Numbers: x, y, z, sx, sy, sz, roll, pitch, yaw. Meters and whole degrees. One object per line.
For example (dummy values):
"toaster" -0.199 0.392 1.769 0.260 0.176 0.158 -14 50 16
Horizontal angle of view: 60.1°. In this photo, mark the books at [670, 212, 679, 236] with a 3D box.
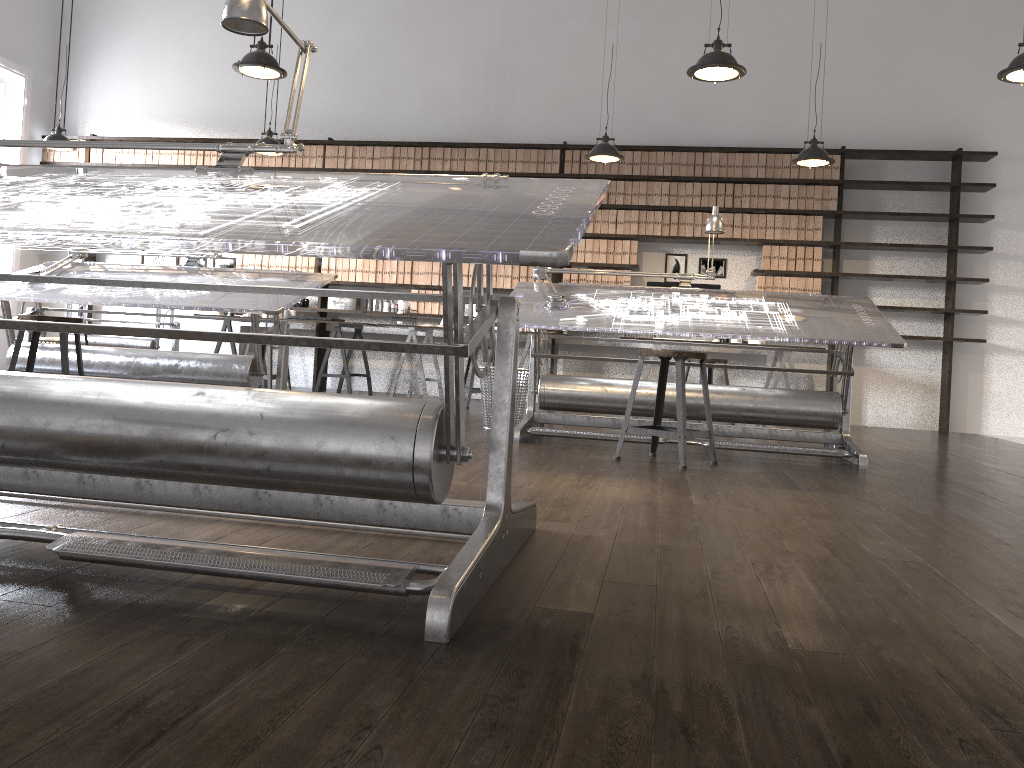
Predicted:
"books" 1.489 -1.457 8.133 0.067 0.226 0.174 3 0 10

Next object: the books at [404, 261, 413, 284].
"books" -0.978 -1.067 8.545 0.067 0.226 0.174 3 0 10

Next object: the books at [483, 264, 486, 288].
"books" -0.230 -1.018 8.414 0.067 0.226 0.174 3 0 10

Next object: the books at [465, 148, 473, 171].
"books" -0.392 -2.125 8.478 0.067 0.226 0.174 3 0 10

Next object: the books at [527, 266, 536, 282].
"books" 0.193 -0.992 8.348 0.067 0.226 0.174 3 0 10

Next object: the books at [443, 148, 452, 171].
"books" -0.603 -2.139 8.513 0.067 0.226 0.174 3 0 10

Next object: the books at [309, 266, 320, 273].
"books" -1.935 -1.128 8.710 0.067 0.226 0.174 3 0 10

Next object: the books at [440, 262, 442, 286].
"books" -0.635 -1.045 8.487 0.067 0.226 0.174 3 0 10

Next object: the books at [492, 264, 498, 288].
"books" -0.163 -1.014 8.409 0.067 0.226 0.174 3 0 10

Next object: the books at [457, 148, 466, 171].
"books" -0.466 -2.130 8.492 0.067 0.226 0.174 3 0 10

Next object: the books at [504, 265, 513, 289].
"books" -0.024 -1.005 8.380 0.067 0.226 0.174 3 0 10

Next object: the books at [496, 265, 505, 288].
"books" -0.093 -1.010 8.397 0.067 0.226 0.174 3 0 10

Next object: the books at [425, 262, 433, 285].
"books" -0.778 -1.054 8.509 0.067 0.226 0.174 3 0 10

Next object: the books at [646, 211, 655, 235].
"books" 1.277 -1.471 8.175 0.067 0.226 0.174 3 0 10

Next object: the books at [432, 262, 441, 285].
"books" -0.707 -1.049 8.496 0.067 0.226 0.174 3 0 10

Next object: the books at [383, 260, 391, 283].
"books" -1.190 -1.080 8.586 0.067 0.226 0.174 3 0 10

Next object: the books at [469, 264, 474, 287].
"books" -0.358 -1.027 8.439 0.067 0.226 0.174 3 0 10

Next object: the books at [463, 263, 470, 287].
"books" -0.429 -1.031 8.450 0.067 0.226 0.174 3 0 10

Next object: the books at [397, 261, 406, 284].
"books" -1.051 -1.071 8.563 0.067 0.226 0.174 3 0 10

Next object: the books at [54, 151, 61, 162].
"books" -4.673 -2.405 9.218 0.067 0.226 0.174 3 0 10

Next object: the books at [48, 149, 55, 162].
"books" -4.745 -2.410 9.227 0.067 0.226 0.174 3 0 10

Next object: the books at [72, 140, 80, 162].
"books" -4.467 -2.392 9.180 0.067 0.226 0.174 3 0 10

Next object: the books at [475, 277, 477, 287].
"books" -0.295 -1.023 8.430 0.067 0.226 0.174 3 0 10

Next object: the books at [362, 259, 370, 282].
"books" -1.392 -1.093 8.620 0.067 0.226 0.174 3 0 10

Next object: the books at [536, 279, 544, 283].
"books" 0.266 -0.987 8.330 0.067 0.226 0.174 3 0 10

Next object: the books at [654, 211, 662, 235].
"books" 1.346 -1.466 8.159 0.067 0.226 0.174 3 0 10

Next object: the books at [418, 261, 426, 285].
"books" -0.840 -1.058 8.524 0.067 0.226 0.174 3 0 10

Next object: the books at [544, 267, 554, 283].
"books" 0.344 -0.982 8.318 0.067 0.226 0.174 3 0 10

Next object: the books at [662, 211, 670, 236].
"books" 1.416 -1.462 8.152 0.067 0.226 0.174 3 0 10

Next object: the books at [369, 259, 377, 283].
"books" -1.327 -1.089 8.604 0.067 0.226 0.174 3 0 10

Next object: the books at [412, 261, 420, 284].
"books" -0.904 -1.062 8.537 0.067 0.226 0.174 3 0 10

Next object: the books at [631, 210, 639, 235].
"books" 1.140 -1.479 8.193 0.067 0.226 0.174 3 0 10

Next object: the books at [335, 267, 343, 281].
"books" -1.663 -1.111 8.669 0.067 0.226 0.174 3 0 10

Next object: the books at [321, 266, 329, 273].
"books" -1.804 -1.119 8.686 0.067 0.226 0.174 3 0 10

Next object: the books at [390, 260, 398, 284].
"books" -1.121 -1.076 8.570 0.067 0.226 0.174 3 0 10

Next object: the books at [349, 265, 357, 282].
"books" -1.526 -1.102 8.640 0.067 0.226 0.174 3 0 10

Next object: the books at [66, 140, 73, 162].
"books" -4.535 -2.397 9.196 0.067 0.226 0.174 3 0 10

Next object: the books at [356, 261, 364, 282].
"books" -1.454 -1.097 8.629 0.067 0.226 0.174 3 0 10

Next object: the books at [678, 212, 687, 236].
"books" 1.563 -1.452 8.126 0.067 0.226 0.174 3 0 10

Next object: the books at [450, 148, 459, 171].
"books" -0.534 -2.134 8.505 0.067 0.226 0.174 3 0 10

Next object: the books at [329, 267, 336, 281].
"books" -1.732 -1.115 8.677 0.067 0.226 0.174 3 0 10

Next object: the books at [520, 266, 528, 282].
"books" 0.119 -0.996 8.355 0.067 0.226 0.174 3 0 10

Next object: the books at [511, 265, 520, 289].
"books" 0.046 -1.001 8.373 0.067 0.226 0.174 3 0 10

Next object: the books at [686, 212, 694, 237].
"books" 1.627 -1.448 8.108 0.067 0.226 0.174 3 0 10

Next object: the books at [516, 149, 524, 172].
"books" 0.090 -2.094 8.393 0.067 0.226 0.174 3 0 10

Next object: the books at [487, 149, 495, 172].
"books" -0.188 -2.112 8.442 0.067 0.226 0.174 3 0 10

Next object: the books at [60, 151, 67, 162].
"books" -4.604 -2.401 9.210 0.067 0.226 0.174 3 0 10

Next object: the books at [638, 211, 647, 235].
"books" 1.207 -1.475 8.187 0.067 0.226 0.174 3 0 10

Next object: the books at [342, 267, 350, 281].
"books" -1.595 -1.106 8.655 0.067 0.226 0.174 3 0 10

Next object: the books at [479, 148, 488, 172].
"books" -0.260 -2.117 8.451 0.067 0.226 0.174 3 0 10

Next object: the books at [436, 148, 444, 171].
"books" -0.675 -2.143 8.522 0.067 0.226 0.174 3 0 10

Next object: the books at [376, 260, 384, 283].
"books" -1.260 -1.085 8.598 0.067 0.226 0.174 3 0 10

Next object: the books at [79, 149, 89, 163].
"books" -4.395 -2.388 9.170 0.067 0.226 0.174 3 0 10
